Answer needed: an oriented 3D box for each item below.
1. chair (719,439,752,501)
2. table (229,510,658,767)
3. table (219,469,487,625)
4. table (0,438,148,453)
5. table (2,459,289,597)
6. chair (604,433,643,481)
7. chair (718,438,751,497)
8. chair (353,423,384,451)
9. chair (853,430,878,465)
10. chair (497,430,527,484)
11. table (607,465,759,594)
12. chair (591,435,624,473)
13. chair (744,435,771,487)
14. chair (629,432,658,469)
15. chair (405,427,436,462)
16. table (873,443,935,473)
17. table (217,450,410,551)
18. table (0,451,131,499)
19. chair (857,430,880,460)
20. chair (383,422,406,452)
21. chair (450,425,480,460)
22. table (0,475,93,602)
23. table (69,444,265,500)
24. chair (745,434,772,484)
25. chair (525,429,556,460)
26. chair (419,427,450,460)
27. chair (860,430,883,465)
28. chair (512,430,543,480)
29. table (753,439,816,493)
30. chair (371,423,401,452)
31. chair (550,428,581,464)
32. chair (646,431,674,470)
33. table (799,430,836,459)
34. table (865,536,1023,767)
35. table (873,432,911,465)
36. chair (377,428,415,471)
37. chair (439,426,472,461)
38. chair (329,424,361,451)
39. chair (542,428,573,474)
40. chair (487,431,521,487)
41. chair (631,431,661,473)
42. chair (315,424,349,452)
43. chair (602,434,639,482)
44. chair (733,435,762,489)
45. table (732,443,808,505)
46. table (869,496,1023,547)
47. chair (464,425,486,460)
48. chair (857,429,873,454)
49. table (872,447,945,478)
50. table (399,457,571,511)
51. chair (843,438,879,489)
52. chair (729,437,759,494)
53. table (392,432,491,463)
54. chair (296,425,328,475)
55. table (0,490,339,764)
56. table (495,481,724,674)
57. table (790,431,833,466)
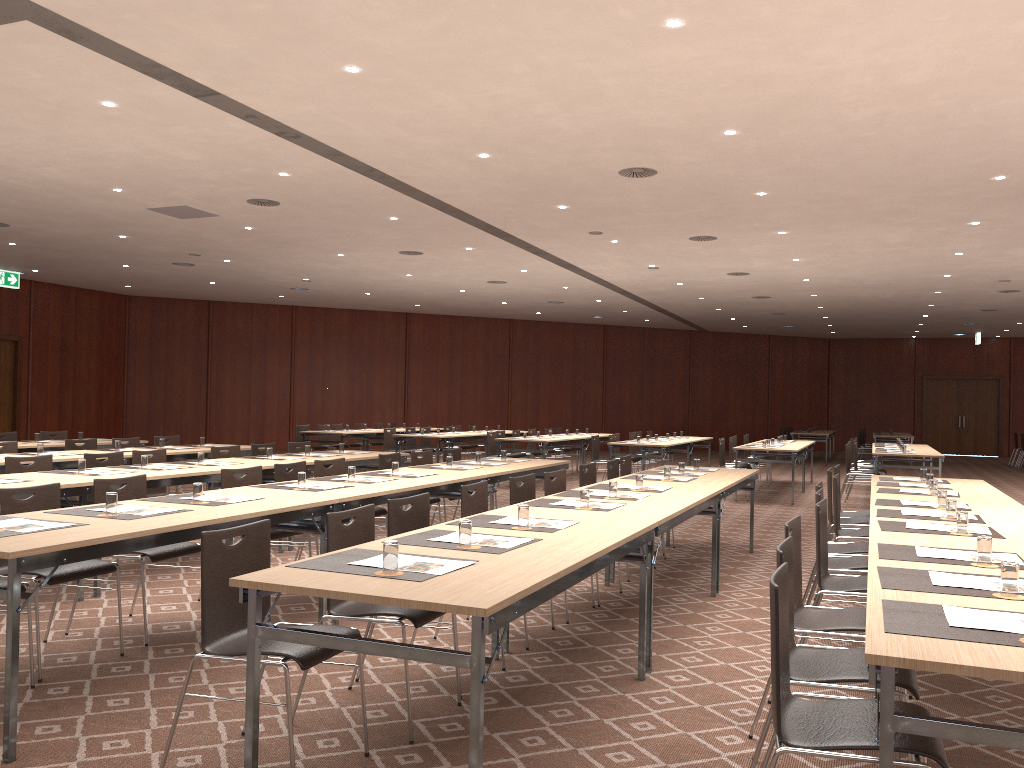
[{"bbox_3d":[3.516,1.362,14.188,0.613,0.939,0.536,1,-1,24],"label":"chair"},{"bbox_3d":[-0.098,1.112,3.866,0.953,0.833,2.267,1,-1,22],"label":"table"},{"bbox_3d":[-1.091,1.153,6.724,0.953,0.833,2.267,1,-1,22],"label":"table"},{"bbox_3d":[-5.787,1.146,11.094,0.953,0.833,2.267,1,-1,22],"label":"table"},{"bbox_3d":[-2.943,1.129,7.480,0.953,0.833,2.267,1,-1,22],"label":"table"},{"bbox_3d":[2.040,1.372,16.136,0.613,0.939,0.536,1,-1,24],"label":"chair"},{"bbox_3d":[3.660,1.379,14.813,0.613,0.939,0.536,1,-1,23],"label":"chair"},{"bbox_3d":[-3.150,1.328,19.296,0.613,0.939,0.536,1,-1,25],"label":"chair"},{"bbox_3d":[9.136,1.674,22.896,0.613,0.939,0.536,1,-1,25],"label":"chair"},{"bbox_3d":[-0.062,1.330,16.279,0.613,0.939,0.536,1,-1,20],"label":"chair"},{"bbox_3d":[1.618,1.241,8.069,0.953,0.833,2.267,1,-1,22],"label":"table"},{"bbox_3d":[1.549,1.335,14.935,0.613,0.939,0.536,1,-1,22],"label":"chair"},{"bbox_3d":[4.596,1.443,16.835,0.613,0.939,0.536,1,-1,21],"label":"chair"},{"bbox_3d":[2.459,1.400,17.004,0.613,0.939,0.536,1,-1,24],"label":"chair"},{"bbox_3d":[-1.808,1.308,17.019,0.613,0.939,0.536,1,-1,19],"label":"chair"},{"bbox_3d":[6.970,1.527,15.891,0.953,0.833,2.267,1,-1,22],"label":"table"},{"bbox_3d":[-2.085,1.193,9.581,0.953,0.833,2.267,1,-1,22],"label":"table"},{"bbox_3d":[-4.794,1.105,8.236,0.953,0.833,2.267,1,-1,22],"label":"table"},{"bbox_3d":[9.649,1.710,24.036,0.613,0.939,0.536,1,-1,25],"label":"chair"},{"bbox_3d":[-2.647,1.366,20.531,0.613,0.939,0.536,1,-1,21],"label":"chair"},{"bbox_3d":[-1.054,1.370,19.140,0.613,0.939,0.536,1,-1,24],"label":"chair"},{"bbox_3d":[-3.800,1.064,5.378,0.953,0.833,2.267,1,-1,22],"label":"table"},{"bbox_3d":[-3.936,1.169,10.337,0.953,0.833,2.267,1,-1,22],"label":"table"},{"bbox_3d":[4.793,1.460,17.431,0.613,0.939,0.536,1,-1,20],"label":"chair"},{"bbox_3d":[0.547,1.375,17.772,0.613,0.939,0.536,1,-1,22],"label":"chair"},{"bbox_3d":[-1.596,1.326,17.651,0.613,0.939,0.536,1,-1,25],"label":"chair"},{"bbox_3d":[9.462,1.691,23.387,0.613,0.939,0.536,1,-1,22],"label":"chair"},{"bbox_3d":[0.226,1.348,16.825,0.613,0.939,0.536,1,-1,19],"label":"chair"},{"bbox_3d":[5.119,1.504,16.647,0.953,0.833,2.267,1,-1,22],"label":"table"},{"bbox_3d":[-2.852,1.347,19.867,0.613,0.939,0.536,1,-1,20],"label":"chair"},{"bbox_3d":[1.123,1.415,19.023,0.613,0.939,0.536,1,-1,25],"label":"chair"},{"bbox_3d":[2.980,1.437,18.168,0.613,0.939,0.536,1,-1,21],"label":"chair"},{"bbox_3d":[8.978,1.793,26.103,0.953,0.833,2.267,1,-1,22],"label":"table"},{"bbox_3d":[1.754,1.136,3.110,0.953,0.833,2.267,1,-1,22],"label":"table"},{"bbox_3d":[10.829,1.817,25.346,0.953,0.833,2.267,1,-1,22],"label":"table"},{"bbox_3d":[-2.140,1.289,16.479,0.613,0.939,0.536,1,-1,23],"label":"chair"},{"bbox_3d":[-1.191,1.354,18.531,0.614,0.939,0.536,1,-1,23],"label":"chair"},{"bbox_3d":[-3.499,1.302,18.443,0.613,0.939,0.536,1,-1,19],"label":"chair"},{"bbox_3d":[0.904,1.396,18.372,0.613,0.939,0.536,1,-1,23],"label":"chair"},{"bbox_3d":[-0.214,1.312,15.634,0.613,0.939,0.536,1,-1,21],"label":"chair"},{"bbox_3d":[2.676,1.420,17.696,0.613,0.939,0.536,1,-1,24],"label":"chair"},{"bbox_3d":[-3.643,1.285,17.817,0.613,0.939,0.536,1,-1,20],"label":"chair"},{"bbox_3d":[1.902,1.356,15.525,0.613,0.939,0.536,1,-1,19],"label":"chair"},{"bbox_3d":[4.257,1.424,16.277,0.613,0.939,0.536,1,-1,20],"label":"chair"},{"bbox_3d":[4.261,1.439,14.546,0.953,0.833,2.267,1,-1,22],"label":"table"},{"bbox_3d":[2.611,1.200,5.211,0.953,0.833,2.267,1,-1,22],"label":"table"},{"bbox_3d":[-0.729,1.391,19.778,0.613,0.939,0.536,1,-1,21],"label":"chair"},{"bbox_3d":[10.015,1.740,25.051,0.613,0.939,0.536,1,-1,21],"label":"chair"},{"bbox_3d":[6.113,1.463,13.790,0.953,0.833,2.267,1,-1,22],"label":"table"},{"bbox_3d":[-0.234,1.217,8.825,0.953,0.833,2.267,1,-1,22],"label":"table"},{"bbox_3d":[6.386,1.468,16.201,0.613,0.939,0.536,1,-1,24],"label":"chair"},{"bbox_3d":[3.980,1.399,15.439,0.613,0.939,0.536,1,-1,19],"label":"chair"},{"bbox_3d":[-1.293,1.368,16.815,0.953,0.833,2.267,1,-1,22],"label":"table"},{"bbox_3d":[-3.937,1.265,17.208,0.613,0.939,0.536,1,-1,24],"label":"chair"},{"bbox_3d":[-1.949,1.088,4.622,0.953,0.833,2.267,1,-1,22],"label":"table"},{"bbox_3d":[0.760,1.176,5.967,0.953,0.833,2.267,1,-1,22],"label":"table"},{"bbox_3d":[8.120,1.729,24.001,0.953,0.833,2.267,1,-1,22],"label":"table"}]
